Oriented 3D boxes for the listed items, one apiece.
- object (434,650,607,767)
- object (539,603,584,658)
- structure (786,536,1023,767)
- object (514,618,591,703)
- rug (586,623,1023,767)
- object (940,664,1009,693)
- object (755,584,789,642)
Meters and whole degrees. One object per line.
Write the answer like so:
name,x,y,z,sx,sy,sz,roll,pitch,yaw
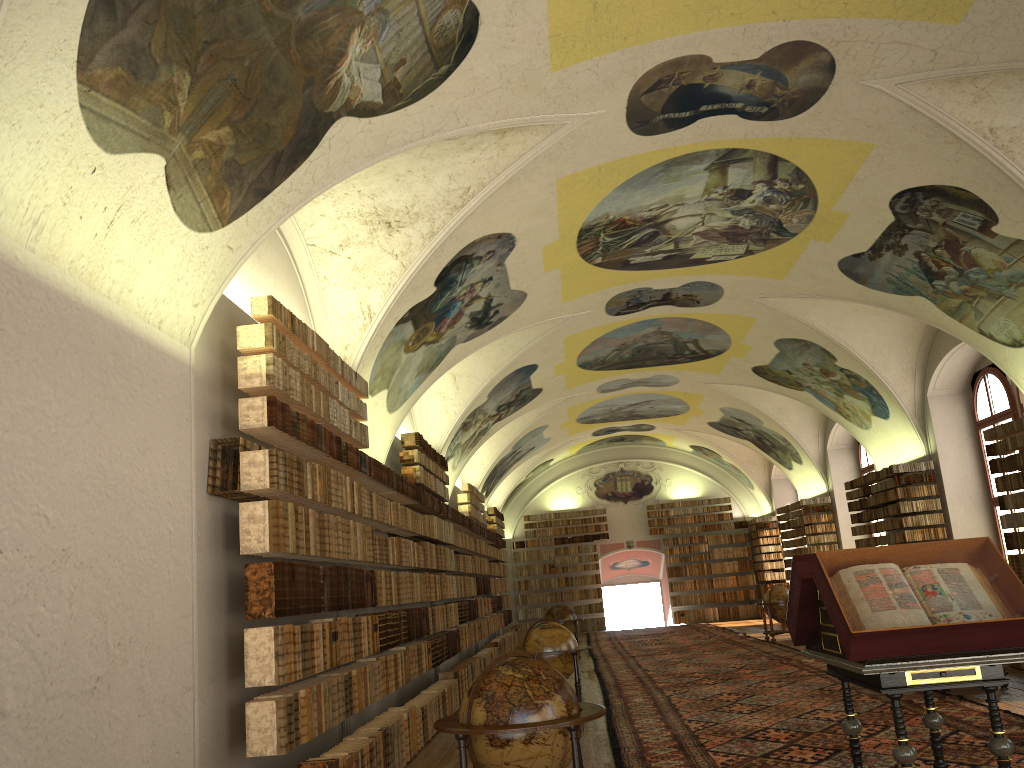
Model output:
object,0.082,2.710,6.525,1.280,1.443,1.283,3,-15,-34
object,1.317,6.611,23.767,1.280,1.443,1.282,7,-17,-43
structure,2.947,2.204,6.593,1.245,1.973,1.899,-6,-13,3
object,0.553,4.192,13.075,1.282,1.443,1.281,-15,-16,39
rug,3.879,5.308,16.144,4.704,0.064,37.055,-6,-13,3
object,6.360,3.614,12.775,1.280,1.443,1.283,3,-15,-34
object,7.130,6.030,23.455,1.280,1.443,1.282,7,-17,-43
